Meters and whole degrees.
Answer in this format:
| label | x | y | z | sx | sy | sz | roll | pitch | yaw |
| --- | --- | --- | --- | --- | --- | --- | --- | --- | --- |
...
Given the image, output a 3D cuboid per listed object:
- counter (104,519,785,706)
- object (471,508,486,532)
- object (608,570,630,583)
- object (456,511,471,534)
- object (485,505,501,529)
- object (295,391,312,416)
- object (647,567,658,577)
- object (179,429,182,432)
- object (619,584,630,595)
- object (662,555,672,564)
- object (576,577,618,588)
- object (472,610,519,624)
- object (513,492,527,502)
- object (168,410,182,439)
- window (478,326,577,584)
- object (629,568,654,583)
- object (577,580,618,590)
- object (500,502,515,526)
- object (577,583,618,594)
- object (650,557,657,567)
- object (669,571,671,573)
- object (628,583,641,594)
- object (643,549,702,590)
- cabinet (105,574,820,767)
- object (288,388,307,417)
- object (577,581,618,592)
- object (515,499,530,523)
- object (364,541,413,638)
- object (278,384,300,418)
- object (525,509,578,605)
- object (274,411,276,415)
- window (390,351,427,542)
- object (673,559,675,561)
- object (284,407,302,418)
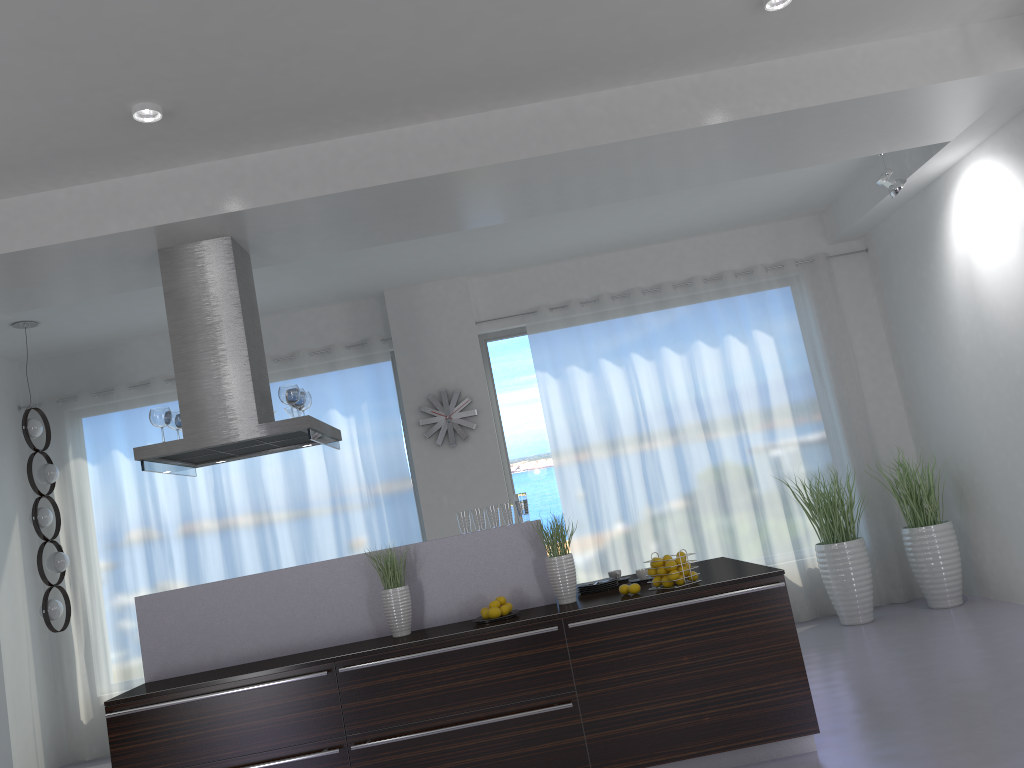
| label | x | y | z | sx | sy | sz | roll | pitch | yaw |
| --- | --- | --- | --- | --- | --- | --- | --- | --- | --- |
| counter | -0.269 | 1.487 | 4.834 | 3.291 | 1.300 | 1.302 | -11 | -8 | -1 |
| object | -0.178 | 0.737 | 4.814 | 0.072 | 0.119 | 0.071 | -17 | -10 | 38 |
| object | 0.605 | 1.129 | 5.191 | 0.153 | 0.069 | 0.153 | -16 | -10 | 32 |
| object | -0.257 | 0.752 | 4.812 | 0.072 | 0.119 | 0.071 | -4 | -11 | -41 |
| object | -0.099 | 0.722 | 4.816 | 0.072 | 0.119 | 0.071 | -17 | -10 | 38 |
| object | -1.278 | 0.162 | 5.429 | 0.125 | 0.221 | 0.125 | -14 | -9 | 23 |
| object | 0.715 | 0.951 | 4.488 | 0.053 | 0.051 | 0.063 | -6 | -10 | -32 |
| object | -1.979 | 0.292 | 5.400 | 0.125 | 0.221 | 0.125 | -14 | -9 | 23 |
| object | 0.570 | 1.038 | 4.475 | 0.053 | 0.051 | 0.063 | -6 | -10 | -32 |
| object | 0.786 | 0.889 | 4.481 | 0.051 | 0.053 | 0.063 | -11 | -8 | 0 |
| object | 0.294 | 1.093 | 5.025 | 0.646 | 0.147 | 0.269 | -14 | -9 | 23 |
| object | -0.080 | 1.180 | 4.484 | 0.232 | 0.020 | 0.232 | -12 | -8 | 7 |
| object | 0.053 | 0.654 | 4.826 | 0.072 | 0.119 | 0.071 | -17 | -10 | 38 |
| object | -1.978 | 0.269 | 5.244 | 0.125 | 0.221 | 0.125 | -14 | -9 | 23 |
| window | 1.395 | 0.500 | 7.997 | 3.000 | 2.500 | 0.100 | -11 | -8 | -1 |
| object | 0.734 | 1.070 | 4.958 | 0.153 | 0.069 | 0.153 | -7 | -9 | -28 |
| object | 0.475 | 1.122 | 4.940 | 0.232 | 0.020 | 0.232 | -11 | -8 | 2 |
| object | -0.019 | 0.707 | 4.818 | 0.072 | 0.119 | 0.071 | -17 | -10 | 38 |
| object | 0.478 | 1.141 | 4.937 | 0.232 | 0.020 | 0.232 | -12 | -8 | 7 |
| object | 0.730 | 0.912 | 4.512 | 0.052 | 0.060 | 0.057 | -9 | -8 | -13 |
| object | 0.814 | 0.945 | 4.562 | 0.053 | 0.055 | 0.060 | -18 | -11 | 41 |
| object | 0.611 | 1.023 | 4.428 | 0.063 | 0.051 | 0.053 | -11 | -8 | 2 |
| object | 0.805 | 0.929 | 4.475 | 0.189 | 0.174 | 0.207 | -5 | -10 | -36 |
| cabinet | -0.229 | 1.704 | 4.791 | 3.285 | 0.852 | 1.377 | -11 | -8 | -1 |
| object | -1.279 | 0.141 | 5.283 | 0.125 | 0.221 | 0.125 | -14 | -9 | 23 |
| object | 0.477 | 1.131 | 4.939 | 0.232 | 0.020 | 0.232 | -12 | -8 | 7 |
| object | 0.060 | 0.692 | 4.820 | 0.072 | 0.119 | 0.071 | -17 | -10 | 38 |
| object | -0.618 | 1.047 | 4.569 | 0.269 | 0.502 | 0.247 | -11 | -8 | -1 |
| object | -1.278 | 0.118 | 5.127 | 0.125 | 0.221 | 0.125 | -14 | -9 | 23 |
| object | 0.256 | 0.886 | 4.614 | 0.247 | 0.502 | 0.269 | -18 | -11 | 41 |
| object | -1.557 | 0.270 | 5.638 | 0.137 | 0.174 | 0.137 | -5 | -10 | -36 |
| window | -2.290 | 1.192 | 7.909 | 3.000 | 2.500 | 0.100 | -11 | -8 | -1 |
| object | 0.828 | 0.917 | 4.501 | 0.055 | 0.051 | 0.061 | -10 | -8 | -7 |
| object | -1.370 | 0.235 | 5.642 | 0.137 | 0.174 | 0.137 | -5 | -10 | -36 |
